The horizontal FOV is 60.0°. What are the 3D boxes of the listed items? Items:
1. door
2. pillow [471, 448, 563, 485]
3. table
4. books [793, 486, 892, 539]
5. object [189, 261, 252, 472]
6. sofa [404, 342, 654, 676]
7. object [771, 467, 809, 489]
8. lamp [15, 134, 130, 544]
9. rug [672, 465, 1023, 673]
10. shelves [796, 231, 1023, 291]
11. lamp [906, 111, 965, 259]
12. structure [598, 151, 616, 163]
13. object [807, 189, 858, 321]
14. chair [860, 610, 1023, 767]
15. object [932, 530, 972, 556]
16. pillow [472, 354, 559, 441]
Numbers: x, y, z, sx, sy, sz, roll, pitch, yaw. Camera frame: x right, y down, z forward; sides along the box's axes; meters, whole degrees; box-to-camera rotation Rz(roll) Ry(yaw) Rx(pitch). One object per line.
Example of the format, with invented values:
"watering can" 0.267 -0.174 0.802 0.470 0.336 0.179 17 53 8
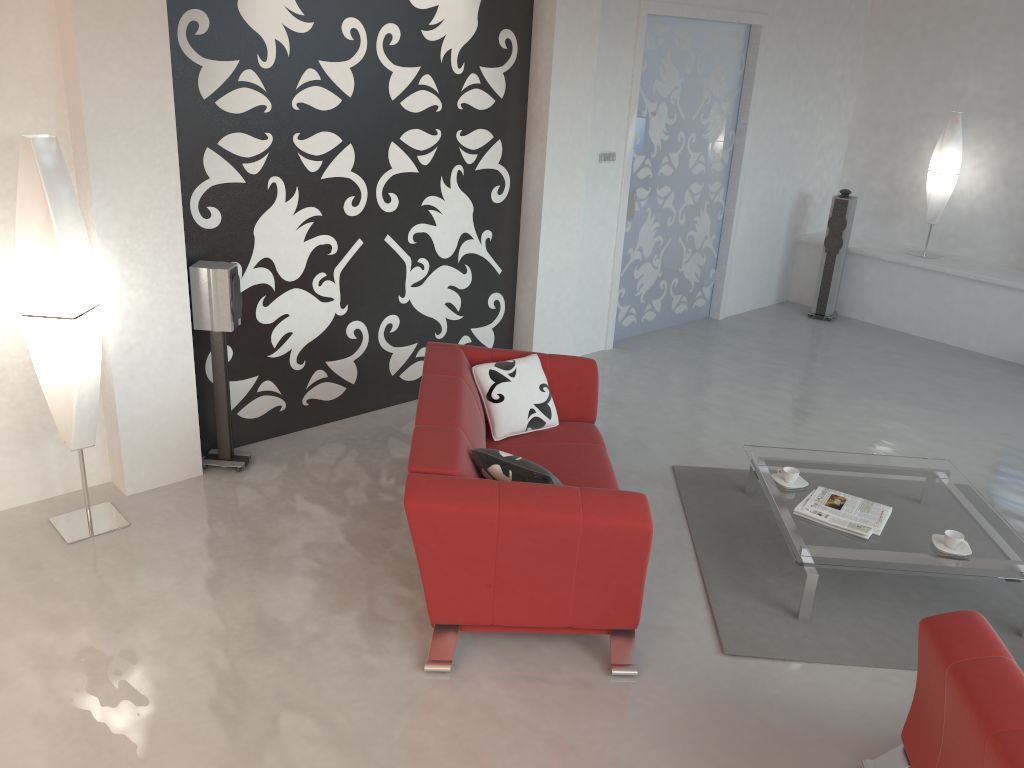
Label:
"door" 1.330 -1.654 7.155 1.600 2.550 0.240 -15 28 -40
"pillow" 0.054 0.426 3.622 0.402 0.343 0.288 20 27 36
"table" 1.755 0.705 4.268 1.097 0.286 1.162 4 21 1
"books" 1.542 0.587 4.096 0.367 0.035 0.345 18 26 34
"object" -1.526 -0.079 4.642 0.229 1.112 0.214 4 21 1
"sofa" 0.031 0.415 4.135 0.951 0.738 1.929 2 21 -3
"object" 1.369 0.455 4.359 0.153 0.069 0.153 -3 22 -16
"lamp" -1.954 -0.170 3.886 0.313 1.779 0.313 -11 25 -33
"rug" 1.735 0.839 4.322 1.700 0.025 1.700 4 21 1
"shelves" 4.813 -0.626 6.862 0.650 0.050 5.500 -15 28 -40
"lamp" 3.756 -1.740 7.777 0.263 1.239 0.263 19 26 35
"structure" 0.688 -1.629 6.368 0.170 0.080 0.016 -15 28 -40
"object" 2.938 -1.181 8.083 0.255 1.184 0.273 16 24 29
"chair" 1.791 1.184 2.439 1.288 0.738 0.951 6 21 6
"object" 1.917 0.684 3.859 0.153 0.069 0.153 8 22 12
"pillow" 0.020 0.063 4.551 0.402 0.343 0.288 -11 26 -33
